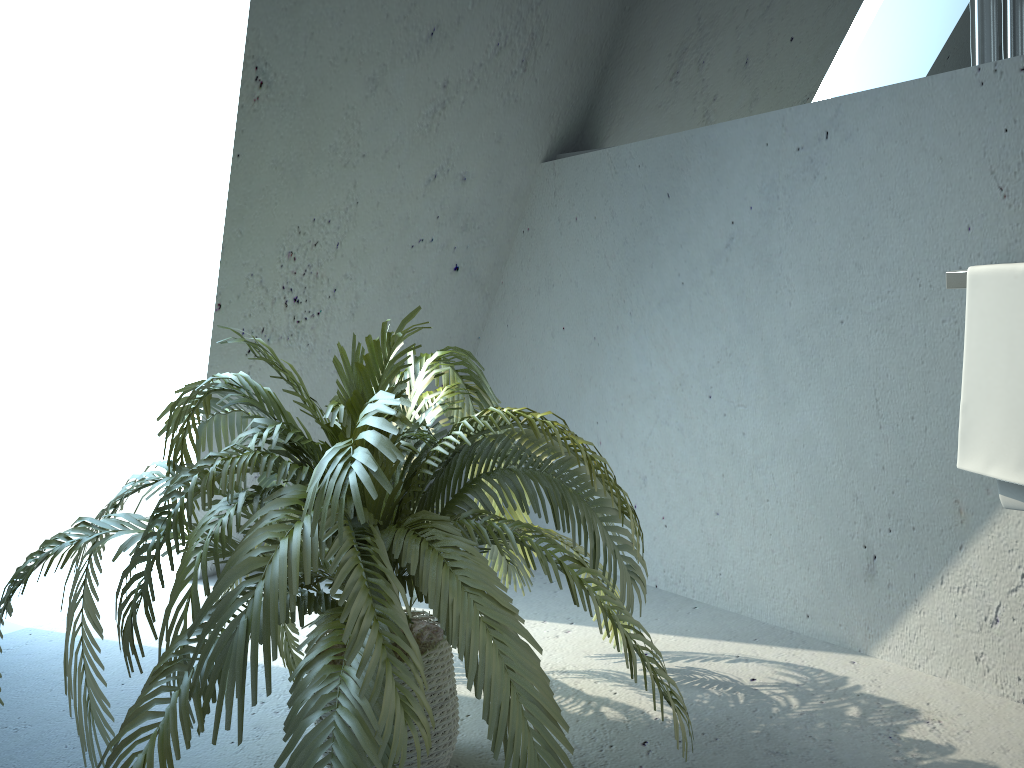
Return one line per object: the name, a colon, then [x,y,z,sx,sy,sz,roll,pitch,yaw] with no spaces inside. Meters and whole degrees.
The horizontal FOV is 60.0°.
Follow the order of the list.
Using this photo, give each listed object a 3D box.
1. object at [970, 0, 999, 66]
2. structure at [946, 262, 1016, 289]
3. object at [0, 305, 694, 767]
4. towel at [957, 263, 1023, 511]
object: [0.875,-0.703,1.646,0.045,0.225,0.045,1,10,37]
structure: [0.974,-0.182,1.399,0.206,0.030,0.480,-11,10,-37]
object: [-0.264,0.309,1.618,1.132,0.893,1.112,-1,9,30]
towel: [0.920,0.022,1.372,0.063,0.429,0.455,-11,10,-36]
